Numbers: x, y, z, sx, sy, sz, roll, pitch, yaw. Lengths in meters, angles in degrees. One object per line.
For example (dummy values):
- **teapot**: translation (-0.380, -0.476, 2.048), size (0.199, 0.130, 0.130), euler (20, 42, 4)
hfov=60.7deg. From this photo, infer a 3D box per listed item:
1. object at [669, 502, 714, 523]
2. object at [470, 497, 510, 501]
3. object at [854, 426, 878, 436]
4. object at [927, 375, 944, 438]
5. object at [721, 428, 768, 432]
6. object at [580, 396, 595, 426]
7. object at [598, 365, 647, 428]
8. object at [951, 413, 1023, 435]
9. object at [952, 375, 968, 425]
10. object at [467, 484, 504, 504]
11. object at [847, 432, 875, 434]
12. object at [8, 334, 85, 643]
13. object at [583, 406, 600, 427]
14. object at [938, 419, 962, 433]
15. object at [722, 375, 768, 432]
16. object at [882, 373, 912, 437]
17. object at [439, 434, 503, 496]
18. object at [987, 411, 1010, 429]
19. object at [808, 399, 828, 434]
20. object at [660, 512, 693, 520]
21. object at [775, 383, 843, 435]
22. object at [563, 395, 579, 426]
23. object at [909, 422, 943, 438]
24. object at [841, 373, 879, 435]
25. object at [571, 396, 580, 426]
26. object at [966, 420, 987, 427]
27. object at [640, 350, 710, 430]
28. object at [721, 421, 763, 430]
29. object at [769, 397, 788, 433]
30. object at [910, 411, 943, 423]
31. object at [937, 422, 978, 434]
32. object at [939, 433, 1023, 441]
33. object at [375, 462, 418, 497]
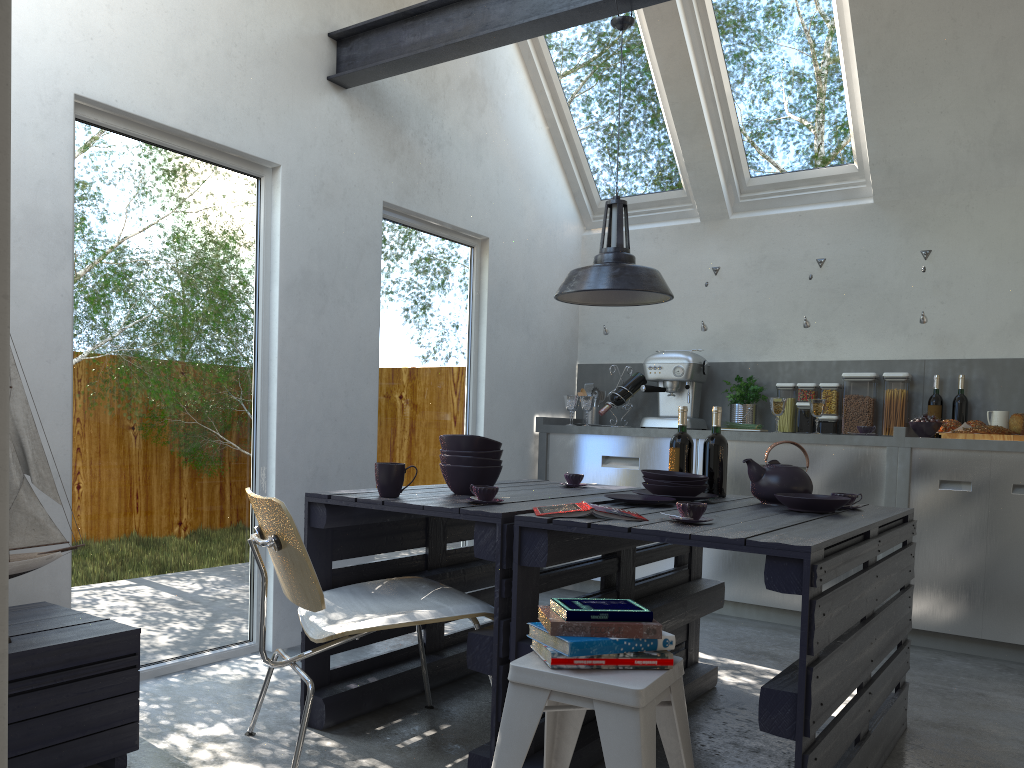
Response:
- **object**: translation (0.491, 0.350, 2.396), size (0.123, 0.056, 0.109), euler (0, -2, 42)
- **object**: translation (-0.071, 0.366, 2.788), size (0.128, 0.013, 0.028), euler (3, -2, -17)
- **object**: translation (1.841, 0.244, 4.556), size (0.109, 0.056, 0.123), euler (3, -2, -41)
- **object**: translation (2.270, 0.124, 4.689), size (0.076, 0.346, 0.069), euler (3, 3, 28)
- **object**: translation (1.298, 0.262, 4.971), size (0.277, 0.012, 0.171), euler (0, -3, 32)
- **object**: translation (0.477, 0.173, 5.564), size (0.093, 0.192, 0.103), euler (1, 2, -33)
- **object**: translation (0.669, 0.077, 5.579), size (0.317, 0.395, 0.244), euler (2, 1, -26)
- **object**: translation (2.391, 0.193, 4.256), size (0.461, 0.112, 0.124), euler (2, 0, 7)
- **object**: translation (2.368, 0.125, 4.620), size (0.076, 0.346, 0.068), euler (4, 3, 38)
- **object**: translation (-0.083, 0.347, 2.749), size (0.121, 0.056, 0.111), euler (1, -2, 22)
- **object**: translation (1.811, 0.259, 4.530), size (0.135, 0.013, 0.027), euler (1, -2, 11)
- **object**: translation (-1.470, 0.197, 2.287), size (0.148, 0.993, 0.745), euler (4, 1, 33)
- **object**: translation (0.530, 0.217, 5.841), size (0.104, 0.132, 0.109), euler (2, 0, -14)
- **object**: translation (2.217, 0.215, 4.423), size (0.116, 0.077, 0.121), euler (2, -1, -13)
- **object**: translation (1.374, 0.114, 5.208), size (0.242, 0.342, 0.255), euler (2, 1, -13)
- **object**: translation (2.105, 0.119, 4.799), size (0.135, 0.355, 0.120), euler (3, 2, 34)
- **object**: translation (-0.145, 0.284, 3.079), size (0.204, 0.215, 0.201), euler (2, 0, 35)
- **object**: translation (2.421, 0.194, 4.346), size (0.085, 0.120, 0.086), euler (2, 1, -34)
- **object**: translation (1.673, 0.179, 4.795), size (0.103, 0.192, 0.094), euler (3, 2, 23)
- **object**: translation (0.448, 0.366, 2.407), size (0.026, 0.013, 0.139), euler (3, -3, -31)
- **object**: translation (1.710, 0.145, 5.058), size (0.361, 0.295, 0.100), euler (2, 1, 35)
- **object**: translation (0.373, 0.169, 5.558), size (0.103, 0.192, 0.093), euler (3, 2, 28)
- **object**: translation (2.068, 0.231, 4.376), size (0.145, 0.079, 0.149), euler (2, -2, -8)
- **object**: translation (1.948, 0.118, 4.908), size (0.185, 0.355, 0.120), euler (3, 2, 34)
- **object**: translation (0.396, 0.176, 5.696), size (0.100, 0.192, 0.097), euler (2, 1, 5)
- **object**: translation (2.336, 0.219, 4.416), size (0.116, 0.077, 0.121), euler (2, -1, -13)
- **object**: translation (0.993, 0.029, 5.357), size (0.378, 0.502, 0.404), euler (3, 1, 34)
- **object**: translation (1.280, 0.239, 4.982), size (0.133, 0.053, 0.293), euler (4, -3, -41)
- **object**: translation (1.453, 0.171, 4.787), size (0.097, 0.192, 0.099), euler (2, 1, -7)
- **object**: translation (2.070, 0.181, 4.374), size (0.166, 0.095, 0.136), euler (2, -1, 20)
- **object**: translation (2.257, 0.221, 4.406), size (0.190, 0.059, 0.207), euler (4, -3, -35)
- **object**: translation (2.371, 0.262, 4.257), size (0.497, 0.028, 0.290), euler (0, -3, 35)
- **object**: translation (-0.388, 0.315, 2.863), size (0.136, 0.110, 0.096), euler (2, 0, 26)
